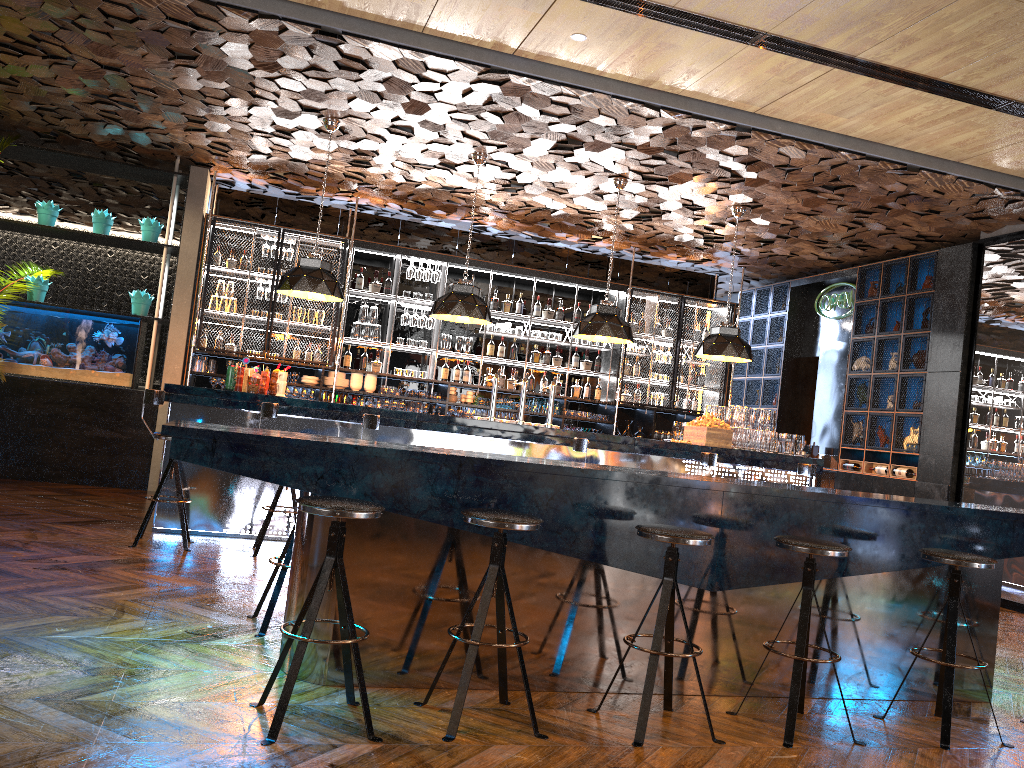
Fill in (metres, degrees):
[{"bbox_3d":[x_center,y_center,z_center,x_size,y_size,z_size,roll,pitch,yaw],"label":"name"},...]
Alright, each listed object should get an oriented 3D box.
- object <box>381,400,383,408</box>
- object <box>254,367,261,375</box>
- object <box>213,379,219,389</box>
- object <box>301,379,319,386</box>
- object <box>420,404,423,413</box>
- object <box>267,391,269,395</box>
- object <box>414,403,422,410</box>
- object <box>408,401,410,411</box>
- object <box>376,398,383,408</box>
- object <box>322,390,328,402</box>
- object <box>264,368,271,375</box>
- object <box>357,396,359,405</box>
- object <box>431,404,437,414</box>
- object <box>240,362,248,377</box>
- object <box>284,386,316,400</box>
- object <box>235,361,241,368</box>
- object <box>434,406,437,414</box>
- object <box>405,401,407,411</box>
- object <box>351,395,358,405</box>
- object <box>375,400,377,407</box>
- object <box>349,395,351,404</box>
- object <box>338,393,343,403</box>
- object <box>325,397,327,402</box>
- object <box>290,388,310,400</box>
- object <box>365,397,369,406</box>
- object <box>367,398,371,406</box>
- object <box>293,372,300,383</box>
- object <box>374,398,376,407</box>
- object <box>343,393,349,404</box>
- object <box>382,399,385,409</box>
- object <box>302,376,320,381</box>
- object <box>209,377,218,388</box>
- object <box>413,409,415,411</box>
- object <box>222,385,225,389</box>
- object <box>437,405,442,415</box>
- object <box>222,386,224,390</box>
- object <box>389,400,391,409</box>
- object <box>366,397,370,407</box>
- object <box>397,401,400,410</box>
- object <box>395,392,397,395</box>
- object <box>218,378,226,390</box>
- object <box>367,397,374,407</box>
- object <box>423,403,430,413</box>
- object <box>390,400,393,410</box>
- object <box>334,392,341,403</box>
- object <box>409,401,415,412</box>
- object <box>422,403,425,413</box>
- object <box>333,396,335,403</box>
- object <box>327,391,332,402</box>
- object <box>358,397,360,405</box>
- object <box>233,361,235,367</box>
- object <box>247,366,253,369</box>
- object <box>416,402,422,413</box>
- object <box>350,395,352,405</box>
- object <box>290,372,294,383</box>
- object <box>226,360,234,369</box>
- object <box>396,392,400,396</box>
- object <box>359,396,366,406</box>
[{"bbox_3d":[-1.551,0.288,10.670,0.084,0.216,0.084,6,-3,22],"label":"object"},{"bbox_3d":[-2.876,-0.125,9.989,0.081,0.132,0.081,4,-4,45],"label":"object"},{"bbox_3d":[-3.352,0.041,9.954,0.091,0.227,0.091,6,-3,23],"label":"object"},{"bbox_3d":[-2.325,-0.016,10.212,0.209,0.060,0.211,5,-3,33],"label":"object"},{"bbox_3d":[-1.113,0.344,10.796,0.092,0.218,0.092,5,-3,34],"label":"object"},{"bbox_3d":[-2.776,0.158,10.160,0.065,0.146,0.074,7,-3,-4],"label":"object"},{"bbox_3d":[-1.147,0.334,10.672,0.092,0.218,0.092,5,-3,34],"label":"object"},{"bbox_3d":[-1.222,0.318,10.607,0.071,0.226,0.071,4,-4,45],"label":"object"},{"bbox_3d":[-1.564,0.275,10.387,0.082,0.213,0.082,6,-3,13],"label":"object"},{"bbox_3d":[-2.169,0.189,10.216,0.073,0.229,0.073,8,-3,-28],"label":"object"},{"bbox_3d":[-2.762,-0.110,10.012,0.074,0.131,0.074,7,-3,-4],"label":"object"},{"bbox_3d":[-1.821,0.255,10.588,0.082,0.213,0.082,6,-3,14],"label":"object"},{"bbox_3d":[-0.947,0.356,10.650,0.071,0.217,0.071,7,-3,-8],"label":"object"},{"bbox_3d":[-3.003,-0.162,9.922,0.087,0.170,0.087,5,-3,34],"label":"object"},{"bbox_3d":[-2.446,0.158,10.201,0.376,0.227,0.186,7,-3,-18],"label":"object"},{"bbox_3d":[-3.088,-0.169,9.991,0.087,0.170,0.087,5,-3,34],"label":"object"},{"bbox_3d":[-0.943,0.361,10.738,0.071,0.217,0.071,7,-3,-8],"label":"object"},{"bbox_3d":[-1.277,0.319,10.770,0.071,0.226,0.071,4,-4,45],"label":"object"},{"bbox_3d":[-1.837,0.240,10.308,0.082,0.213,0.082,6,-3,13],"label":"object"},{"bbox_3d":[-1.584,0.277,10.476,0.082,0.213,0.082,8,-3,-35],"label":"object"},{"bbox_3d":[-1.912,0.243,10.563,0.082,0.213,0.082,9,-3,-40],"label":"object"},{"bbox_3d":[-2.012,0.214,10.356,0.073,0.229,0.073,8,-3,-28],"label":"object"},{"bbox_3d":[-2.191,0.193,10.363,0.073,0.229,0.073,8,-3,-28],"label":"object"},{"bbox_3d":[-2.502,0.160,10.388,0.376,0.227,0.186,7,-3,-18],"label":"object"},{"bbox_3d":[-1.726,0.267,10.620,0.082,0.213,0.082,7,-3,-17],"label":"object"},{"bbox_3d":[-1.676,0.265,10.447,0.082,0.213,0.082,9,-3,-37],"label":"object"},{"bbox_3d":[-2.482,-0.070,10.187,0.074,0.131,0.074,7,-3,-4],"label":"object"},{"bbox_3d":[-1.609,0.278,10.561,0.082,0.213,0.082,8,-3,-29],"label":"object"},{"bbox_3d":[-1.942,0.219,10.301,0.073,0.229,0.073,8,-3,-28],"label":"object"},{"bbox_3d":[-1.508,0.287,10.541,0.084,0.216,0.084,7,-3,-5],"label":"object"},{"bbox_3d":[-2.319,-0.056,10.214,0.211,0.060,0.209,5,-3,28],"label":"object"},{"bbox_3d":[-3.323,0.040,9.850,0.091,0.227,0.091,5,-3,36],"label":"object"},{"bbox_3d":[-1.172,0.336,10.777,0.092,0.218,0.092,5,-3,34],"label":"object"},{"bbox_3d":[-3.261,0.053,9.975,0.091,0.227,0.091,5,-3,36],"label":"object"},{"bbox_3d":[-0.877,0.363,10.631,0.071,0.217,0.071,7,-3,-8],"label":"object"},{"bbox_3d":[-3.291,0.054,10.088,0.091,0.227,0.091,5,-3,36],"label":"object"},{"bbox_3d":[-1.461,0.299,10.691,0.084,0.216,0.084,7,-3,-18],"label":"object"},{"bbox_3d":[-1.703,0.266,10.533,0.082,0.213,0.082,6,-3,15],"label":"object"},{"bbox_3d":[-1.340,0.309,10.594,0.084,0.216,0.084,5,-3,26],"label":"object"},{"bbox_3d":[-1.362,0.117,10.536,0.044,0.048,0.049,6,-3,15],"label":"object"},{"bbox_3d":[-3.233,0.051,9.875,0.091,0.227,0.091,6,-3,6],"label":"object"},{"bbox_3d":[-1.653,0.264,10.363,0.082,0.213,0.082,6,-3,17],"label":"object"},{"bbox_3d":[-1.030,0.343,10.568,0.092,0.218,0.092,5,-3,34],"label":"object"},{"bbox_3d":[-1.420,0.298,10.564,0.084,0.216,0.084,8,-3,-24],"label":"object"},{"bbox_3d":[-2.036,0.207,10.278,0.073,0.229,0.073,8,-3,-28],"label":"object"},{"bbox_3d":[-1.196,0.317,10.527,0.071,0.226,0.071,4,-4,45],"label":"object"},{"bbox_3d":[-1.046,0.346,10.676,0.092,0.218,0.092,5,-3,34],"label":"object"},{"bbox_3d":[-2.083,0.208,10.403,0.073,0.229,0.073,8,-3,-28],"label":"object"},{"bbox_3d":[-2.132,0.197,10.301,0.073,0.229,0.073,8,-3,-28],"label":"object"},{"bbox_3d":[-1.772,0.252,10.417,0.082,0.213,0.082,9,-3,-40],"label":"object"},{"bbox_3d":[-3.219,-0.178,10.116,0.087,0.170,0.087,5,-3,34],"label":"object"},{"bbox_3d":[-2.970,-0.135,10.015,0.081,0.132,0.081,4,-4,45],"label":"object"},{"bbox_3d":[-1.115,0.326,10.510,0.071,0.226,0.071,4,-4,45],"label":"object"},{"bbox_3d":[-1.860,0.241,10.394,0.082,0.213,0.082,8,-3,-24],"label":"object"},{"bbox_3d":[-2.561,-0.071,10.348,0.074,0.131,0.074,7,-3,-4],"label":"object"},{"bbox_3d":[-3.150,-0.181,9.889,0.087,0.170,0.087,5,-3,34],"label":"object"},{"bbox_3d":[-1.344,0.116,10.482,0.049,0.048,0.044,5,-3,26],"label":"object"},{"bbox_3d":[-1.752,0.251,10.333,0.082,0.213,0.082,6,-3,13],"label":"object"}]
